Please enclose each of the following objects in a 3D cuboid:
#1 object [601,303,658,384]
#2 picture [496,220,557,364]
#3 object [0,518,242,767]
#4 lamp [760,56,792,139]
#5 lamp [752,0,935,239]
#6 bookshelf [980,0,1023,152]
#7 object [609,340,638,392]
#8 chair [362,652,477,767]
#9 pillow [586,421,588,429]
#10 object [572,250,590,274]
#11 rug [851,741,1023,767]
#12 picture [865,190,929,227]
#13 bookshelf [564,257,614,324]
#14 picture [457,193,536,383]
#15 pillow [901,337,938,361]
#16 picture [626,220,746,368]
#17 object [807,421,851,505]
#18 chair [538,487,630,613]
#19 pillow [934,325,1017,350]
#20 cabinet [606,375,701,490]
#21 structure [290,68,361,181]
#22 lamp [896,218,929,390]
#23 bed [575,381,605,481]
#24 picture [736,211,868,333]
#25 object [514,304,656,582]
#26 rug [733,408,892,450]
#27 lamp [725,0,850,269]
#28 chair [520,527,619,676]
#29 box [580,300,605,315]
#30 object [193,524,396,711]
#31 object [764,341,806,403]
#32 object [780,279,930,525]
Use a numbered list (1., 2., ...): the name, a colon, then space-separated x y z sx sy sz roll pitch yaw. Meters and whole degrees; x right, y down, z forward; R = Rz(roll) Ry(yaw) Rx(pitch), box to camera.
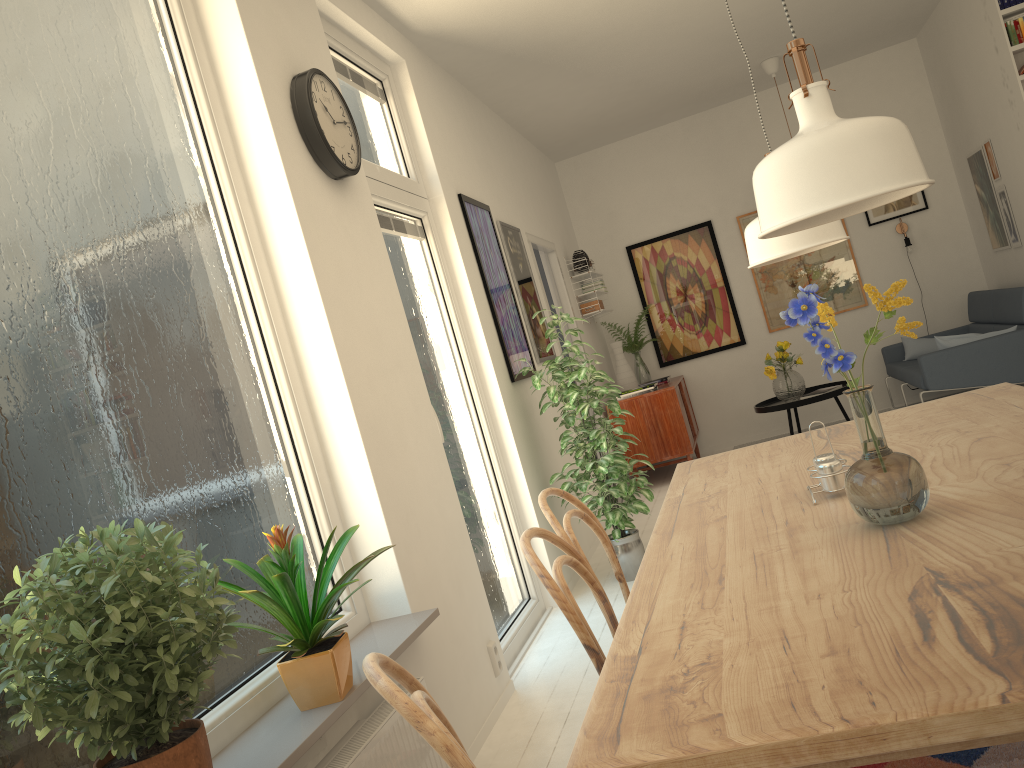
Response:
1. object: 1.107 -0.317 7.815 0.476 0.686 0.398 -16 0 16
2. picture: 0.099 -0.559 5.436 0.020 0.869 0.525 -16 0 15
3. object: -0.640 0.508 1.507 0.383 0.561 0.395 -16 0 13
4. lamp: 2.118 -1.863 6.716 0.536 1.229 0.535 -16 0 -42
5. lamp: 0.226 -0.997 1.191 0.230 1.596 0.229 -16 0 -30
6. bookshelf: 3.625 -1.416 5.479 0.709 2.900 0.249 -16 0 15
7. object: 0.904 -0.128 7.218 0.158 0.445 0.160 -16 0 -36
8. chair: 0.138 0.690 1.226 0.484 0.810 0.385 -16 0 -13
9. pillow: 0.610 0.292 7.734 0.237 0.385 0.767 -16 0 13
10. object: 0.562 -0.992 7.201 0.139 0.200 0.138 -16 0 -31
11. rug: 0.775 0.932 1.396 1.748 0.035 3.026 -16 0 15
12. picture: 3.178 -1.583 7.418 0.481 0.402 0.015 -16 0 15
13. bookshelf: 0.661 -0.800 7.444 0.184 0.565 0.695 -16 0 15
14. picture: -0.066 -0.509 4.775 0.018 0.999 0.546 -16 0 15
15. pillow: 3.405 -0.308 7.137 0.539 0.277 0.157 -16 0 16
16. picture: 1.540 -0.790 7.881 0.778 1.134 0.018 -16 0 15
17. object: 0.590 0.136 1.668 0.095 0.138 0.155 -16 0 15
18. chair: 0.409 0.604 2.248 0.483 0.810 0.386 -16 0 17
19. pillow: 3.091 -0.218 5.902 0.533 0.353 0.141 -16 0 14
20. cabinet: 1.224 0.389 7.378 0.546 0.727 1.263 -16 0 15
21. structure: -0.623 -0.884 3.022 0.074 0.371 0.371 -16 0 14
22. lamp: 3.292 -0.663 7.390 0.360 1.416 0.112 -16 0 15
23. bed: 0.013 0.602 7.867 1.655 0.974 0.934 -16 0 15
24. picture: 2.489 -1.061 7.629 0.837 1.052 0.012 -16 0 15
25. object: 0.390 0.291 4.452 0.514 1.424 0.568 -16 0 -33
26. rug: 2.325 0.450 6.770 1.303 0.012 1.662 -16 0 16
27. lamp: 0.433 -1.063 2.023 0.230 1.596 0.229 -16 0 -41
28. chair: 0.358 0.623 1.744 0.483 0.810 0.385 -16 0 12
29. box: 0.660 -0.627 7.272 0.152 0.084 0.266 -16 0 15
30. object: -0.466 0.524 2.097 0.417 0.425 0.487 -16 0 22
31. object: 2.102 -0.095 6.861 0.361 0.471 0.291 -16 0 -37
32. object: 0.536 0.024 1.369 0.145 0.388 0.206 -16 0 -23
